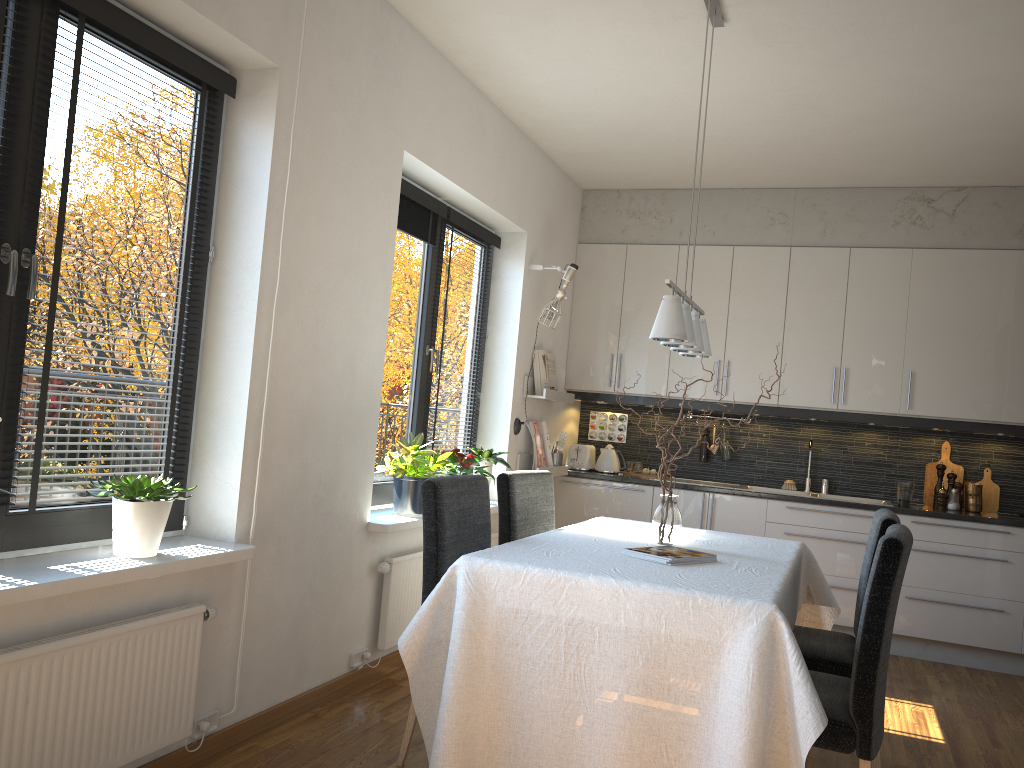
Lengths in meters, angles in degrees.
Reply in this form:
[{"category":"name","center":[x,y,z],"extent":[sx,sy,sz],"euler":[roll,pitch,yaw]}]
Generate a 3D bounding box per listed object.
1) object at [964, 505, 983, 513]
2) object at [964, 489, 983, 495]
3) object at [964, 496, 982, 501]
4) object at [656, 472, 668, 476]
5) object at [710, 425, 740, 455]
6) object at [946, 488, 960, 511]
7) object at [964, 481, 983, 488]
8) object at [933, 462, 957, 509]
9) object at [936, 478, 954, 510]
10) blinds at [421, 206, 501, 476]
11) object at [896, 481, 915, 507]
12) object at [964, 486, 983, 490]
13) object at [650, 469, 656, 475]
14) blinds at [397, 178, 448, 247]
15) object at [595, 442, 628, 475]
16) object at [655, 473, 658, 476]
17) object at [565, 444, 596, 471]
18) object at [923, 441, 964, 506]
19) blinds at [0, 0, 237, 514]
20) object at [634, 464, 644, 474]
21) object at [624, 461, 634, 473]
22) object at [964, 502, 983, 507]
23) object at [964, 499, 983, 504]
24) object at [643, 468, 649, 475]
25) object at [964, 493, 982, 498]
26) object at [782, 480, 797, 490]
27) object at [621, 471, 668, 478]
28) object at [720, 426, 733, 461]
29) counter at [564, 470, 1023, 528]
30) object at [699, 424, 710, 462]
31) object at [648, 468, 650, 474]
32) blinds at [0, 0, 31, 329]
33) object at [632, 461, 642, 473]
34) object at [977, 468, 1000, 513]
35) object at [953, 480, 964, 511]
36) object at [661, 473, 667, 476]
[{"category":"object","center":[2.776,0.753,5.336],"extent":[0.100,0.036,0.100],"euler":[7,-2,-36]},{"category":"object","center":[2.775,0.653,5.339],"extent":[0.100,0.036,0.100],"euler":[5,-2,14]},{"category":"object","center":[2.776,0.693,5.342],"extent":[0.099,0.043,0.100],"euler":[5,-2,9]},{"category":"object","center":[1.005,0.620,6.200],"extent":[0.173,0.026,0.021],"euler":[4,-2,30]},{"category":"object","center":[1.455,0.388,6.067],"extent":[0.188,0.203,0.072],"euler":[5,-1,8]},{"category":"object","center":[2.640,0.690,5.299],"extent":[0.069,0.135,0.069],"euler":[5,-1,-4]},{"category":"object","center":[2.780,0.616,5.339],"extent":[0.100,0.047,0.100],"euler":[5,-2,17]},{"category":"object","center":[2.655,0.622,5.432],"extent":[0.123,0.282,0.061],"euler":[5,-1,21]},{"category":"object","center":[2.611,0.661,5.357],"extent":[0.080,0.192,0.058],"euler":[5,-1,5]},{"category":"blinds","center":[-0.274,-0.184,4.876],"extent":[0.049,1.422,0.711],"euler":[5,-2,21]},{"category":"object","center":[2.349,0.660,5.302],"extent":[0.102,0.146,0.102],"euler":[5,-2,21]},{"category":"object","center":[2.777,0.636,5.340],"extent":[0.100,0.036,0.100],"euler":[7,-3,-40]},{"category":"object","center":[0.967,0.605,6.081],"extent":[0.043,0.043,0.044],"euler":[5,-2,18]},{"category":"blinds","center":[-0.485,-0.827,4.193],"extent":[0.049,0.229,0.711],"euler":[5,-2,21]},{"category":"object","center":[0.667,0.510,6.044],"extent":[0.178,0.236,0.204],"euler":[6,-2,-33]},{"category":"object","center":[0.964,0.622,6.179],"extent":[0.024,0.015,0.248],"euler":[6,-2,-24]},{"category":"object","center":[0.478,0.511,6.124],"extent":[0.175,0.192,0.254],"euler":[5,-2,21]},{"category":"object","center":[2.731,0.568,5.602],"extent":[0.219,0.419,0.029],"euler":[5,-1,21]},{"category":"blinds","center":[-1.129,-0.343,2.623],"extent":[0.049,1.422,0.711],"euler":[5,-2,21]},{"category":"object","center":[0.877,0.587,6.130],"extent":[0.065,0.064,0.065],"euler":[4,-2,21]},{"category":"object","center":[0.805,0.575,6.136],"extent":[0.071,0.076,0.071],"euler":[5,-2,13]},{"category":"object","center":[2.776,0.731,5.337],"extent":[0.100,0.048,0.100],"euler":[4,-3,39]},{"category":"object","center":[2.776,0.714,5.339],"extent":[0.099,0.051,0.099],"euler":[5,-2,7]},{"category":"object","center":[0.917,0.600,6.075],"extent":[0.045,0.045,0.046],"euler":[4,-2,24]},{"category":"object","center":[2.776,0.671,5.342],"extent":[0.099,0.057,0.101],"euler":[4,-2,33]},{"category":"object","center":[1.838,0.669,5.875],"extent":[0.097,0.065,0.100],"euler":[5,-2,13]},{"category":"object","center":[0.897,0.628,6.158],"extent":[0.335,0.012,0.213],"euler":[4,-2,23]},{"category":"object","center":[1.468,0.408,6.046],"extent":[0.093,0.242,0.074],"euler":[5,-1,-6]},{"category":"counter","center":[2.320,0.830,5.434],"extent":[4.248,0.192,0.623],"euler":[4,-2,21]},{"category":"object","center":[1.332,0.405,6.114],"extent":[0.060,0.256,0.060],"euler":[4,-2,43]},{"category":"object","center":[0.942,0.600,6.129],"extent":[0.044,0.050,0.043],"euler":[6,-2,-26]},{"category":"blinds","center":[-1.385,-0.391,1.948],"extent":[0.049,1.422,0.711],"euler":[5,-2,21]},{"category":"object","center":[0.872,0.583,6.205],"extent":[0.071,0.076,0.071],"euler":[5,-2,21]},{"category":"object","center":[2.947,0.658,5.508],"extent":[0.146,0.273,0.043],"euler":[5,-1,21]},{"category":"object","center":[2.693,0.672,5.354],"extent":[0.058,0.184,0.058],"euler":[6,-2,-36]},{"category":"object","center":[0.988,0.622,6.183],"extent":[0.024,0.017,0.248],"euler":[6,-2,-34]}]
